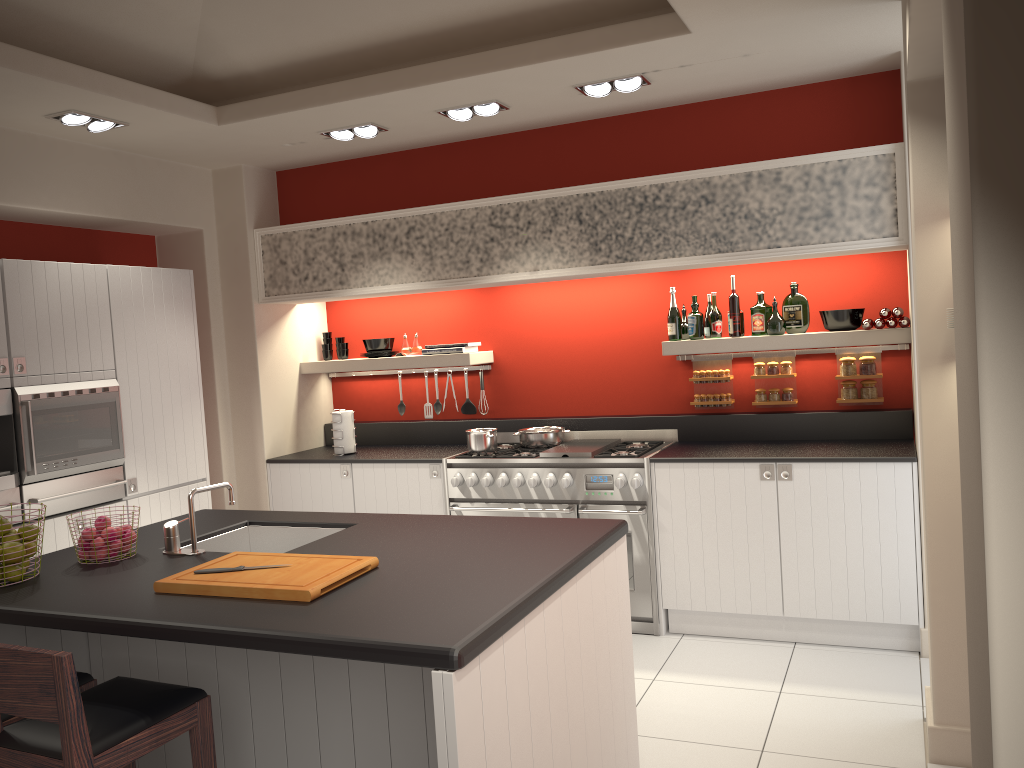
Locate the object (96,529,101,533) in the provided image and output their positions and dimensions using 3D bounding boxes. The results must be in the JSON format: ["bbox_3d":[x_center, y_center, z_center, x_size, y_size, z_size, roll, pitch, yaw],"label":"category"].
[{"bbox_3d":[-1.493,0.533,3.233,0.041,0.044,0.045,-4,3,-7],"label":"object"}]

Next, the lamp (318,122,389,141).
[{"bbox_3d":[-0.931,-1.497,5.204,0.361,0.109,0.199,-2,3,24],"label":"lamp"}]

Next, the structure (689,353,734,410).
[{"bbox_3d":[1.242,-0.011,5.522,0.256,0.347,0.130,-2,3,24],"label":"structure"}]

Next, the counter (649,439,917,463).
[{"bbox_3d":[1.528,0.375,5.002,1.360,0.026,0.699,-2,3,24],"label":"counter"}]

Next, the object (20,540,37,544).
[{"bbox_3d":[-1.668,0.553,3.043,0.067,0.064,0.066,-2,3,28],"label":"object"}]

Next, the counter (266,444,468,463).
[{"bbox_3d":[-0.908,0.474,6.067,1.360,0.026,0.699,-2,3,24],"label":"counter"}]

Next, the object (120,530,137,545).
[{"bbox_3d":[-1.403,0.562,3.244,0.055,0.056,0.055,-2,3,33],"label":"object"}]

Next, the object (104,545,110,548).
[{"bbox_3d":[-1.499,0.604,3.285,0.050,0.049,0.049,-4,3,-10],"label":"object"}]

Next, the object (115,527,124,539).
[{"bbox_3d":[-1.434,0.542,3.230,0.041,0.044,0.045,-4,3,-7],"label":"object"}]

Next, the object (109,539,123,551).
[{"bbox_3d":[-1.424,0.580,3.191,0.046,0.043,0.046,-5,3,-27],"label":"object"}]

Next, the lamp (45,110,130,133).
[{"bbox_3d":[-2.207,-1.375,4.617,0.199,0.084,0.361,-2,3,24],"label":"lamp"}]

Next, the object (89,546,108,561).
[{"bbox_3d":[-1.478,0.603,3.173,0.062,0.057,0.061,-2,3,24],"label":"object"}]

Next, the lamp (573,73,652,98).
[{"bbox_3d":[0.517,-1.557,4.571,0.361,0.103,0.199,-2,3,24],"label":"lamp"}]

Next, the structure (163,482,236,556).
[{"bbox_3d":[-1.162,0.498,3.279,0.183,0.249,0.224,-2,3,24],"label":"structure"}]

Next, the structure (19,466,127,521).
[{"bbox_3d":[-2.264,0.562,4.612,0.129,0.177,0.617,-2,3,24],"label":"structure"}]

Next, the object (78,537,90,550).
[{"bbox_3d":[-1.530,0.568,3.191,0.059,0.059,0.060,-2,4,35],"label":"object"}]

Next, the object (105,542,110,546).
[{"bbox_3d":[-1.474,0.566,3.255,0.055,0.056,0.055,-2,3,33],"label":"object"}]

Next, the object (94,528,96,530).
[{"bbox_3d":[-1.536,0.548,3.235,0.049,0.049,0.048,-2,3,31],"label":"object"}]

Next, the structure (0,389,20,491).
[{"bbox_3d":[-2.679,0.286,4.082,0.453,0.470,0.624,-2,3,24],"label":"structure"}]

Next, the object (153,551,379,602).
[{"bbox_3d":[-0.758,0.592,2.764,0.570,0.033,0.373,-2,3,22],"label":"object"}]

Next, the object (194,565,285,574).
[{"bbox_3d":[-0.839,0.575,2.773,0.302,0.010,0.035,-4,3,-6],"label":"object"}]

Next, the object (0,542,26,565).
[{"bbox_3d":[-1.656,0.561,2.936,0.082,0.082,0.082,-4,3,-9],"label":"object"}]

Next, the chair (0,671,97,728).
[{"bbox_3d":[-1.569,1.180,2.690,0.383,1.008,0.474,-2,3,24],"label":"chair"}]

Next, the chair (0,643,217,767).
[{"bbox_3d":[-1.147,1.162,2.505,0.383,1.008,0.474,-2,3,26],"label":"chair"}]

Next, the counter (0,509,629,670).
[{"bbox_3d":[-0.780,0.618,3.084,2.054,0.050,1.416,-2,3,24],"label":"counter"}]

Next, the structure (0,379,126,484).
[{"bbox_3d":[-2.361,0.233,4.624,0.332,0.472,0.610,-2,3,24],"label":"structure"}]

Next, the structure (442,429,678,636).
[{"bbox_3d":[0.319,0.880,5.516,1.322,1.085,0.778,-2,3,24],"label":"structure"}]

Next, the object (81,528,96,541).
[{"bbox_3d":[-1.498,0.532,3.139,0.048,0.046,0.048,-5,3,-21],"label":"object"}]

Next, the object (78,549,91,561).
[{"bbox_3d":[-1.536,0.611,3.194,0.050,0.049,0.049,-4,3,-10],"label":"object"}]

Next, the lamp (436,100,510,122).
[{"bbox_3d":[-0.216,-1.527,4.891,0.361,0.104,0.199,-2,3,24],"label":"lamp"}]

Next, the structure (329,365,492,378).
[{"bbox_3d":[-0.759,-0.092,6.461,1.355,0.034,0.054,-2,3,24],"label":"structure"}]

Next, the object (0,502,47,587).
[{"bbox_3d":[-1.741,0.543,2.966,0.341,0.232,0.341,-6,4,-33],"label":"object"}]

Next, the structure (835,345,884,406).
[{"bbox_3d":[2.027,-0.043,5.178,0.256,0.347,0.130,-2,3,24],"label":"structure"}]

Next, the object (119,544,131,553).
[{"bbox_3d":[-1.435,0.600,3.278,0.050,0.049,0.049,-4,3,-10],"label":"object"}]

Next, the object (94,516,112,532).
[{"bbox_3d":[-1.474,0.503,3.195,0.056,0.058,0.056,-5,3,-21],"label":"object"}]

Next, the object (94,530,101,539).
[{"bbox_3d":[-1.498,0.543,3.180,0.041,0.039,0.041,-1,4,40],"label":"object"}]

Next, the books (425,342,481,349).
[{"bbox_3d":[-0.405,-0.266,6.109,0.332,0.026,0.207,-2,3,24],"label":"books"}]

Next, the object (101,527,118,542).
[{"bbox_3d":[-1.440,0.539,3.175,0.051,0.055,0.056,-1,4,38],"label":"object"}]

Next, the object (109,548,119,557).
[{"bbox_3d":[-1.448,0.610,3.218,0.040,0.039,0.039,-5,3,-18],"label":"object"}]

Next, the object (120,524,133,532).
[{"bbox_3d":[-1.433,0.546,3.281,0.056,0.050,0.055,-5,3,-28],"label":"object"}]

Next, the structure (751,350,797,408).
[{"bbox_3d":[1.587,-0.026,5.371,0.256,0.347,0.130,-2,3,24],"label":"structure"}]

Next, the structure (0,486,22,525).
[{"bbox_3d":[-2.515,0.609,4.035,0.129,0.177,0.617,-2,3,24],"label":"structure"}]

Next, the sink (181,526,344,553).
[{"bbox_3d":[-0.960,0.737,3.438,0.567,0.258,0.516,-2,3,24],"label":"sink"}]

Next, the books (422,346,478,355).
[{"bbox_3d":[-0.426,-0.230,6.098,0.331,0.042,0.207,-2,3,29],"label":"books"}]

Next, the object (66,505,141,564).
[{"bbox_3d":[-1.472,0.547,3.217,0.248,0.168,0.248,-3,3,11],"label":"object"}]

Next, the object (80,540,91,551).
[{"bbox_3d":[-1.513,0.571,3.152,0.041,0.041,0.040,-5,3,-30],"label":"object"}]

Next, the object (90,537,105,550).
[{"bbox_3d":[-1.469,0.565,3.142,0.048,0.046,0.048,-5,3,-17],"label":"object"}]

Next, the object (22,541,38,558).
[{"bbox_3d":[-1.634,0.559,2.991,0.057,0.057,0.055,-3,3,15],"label":"object"}]
